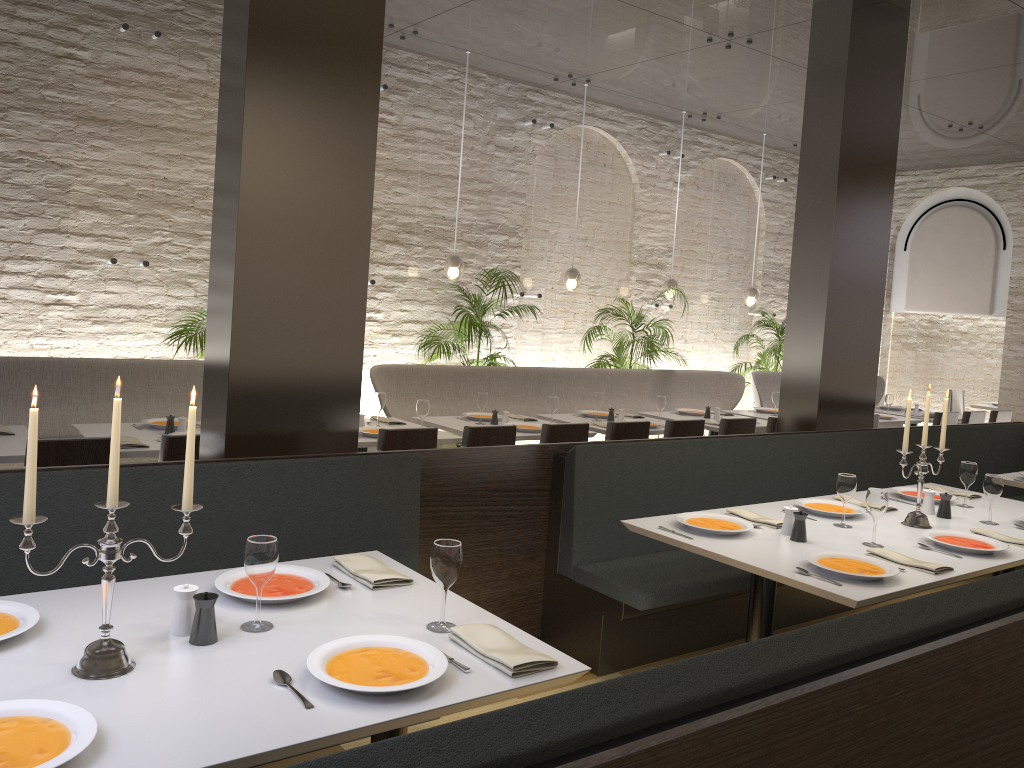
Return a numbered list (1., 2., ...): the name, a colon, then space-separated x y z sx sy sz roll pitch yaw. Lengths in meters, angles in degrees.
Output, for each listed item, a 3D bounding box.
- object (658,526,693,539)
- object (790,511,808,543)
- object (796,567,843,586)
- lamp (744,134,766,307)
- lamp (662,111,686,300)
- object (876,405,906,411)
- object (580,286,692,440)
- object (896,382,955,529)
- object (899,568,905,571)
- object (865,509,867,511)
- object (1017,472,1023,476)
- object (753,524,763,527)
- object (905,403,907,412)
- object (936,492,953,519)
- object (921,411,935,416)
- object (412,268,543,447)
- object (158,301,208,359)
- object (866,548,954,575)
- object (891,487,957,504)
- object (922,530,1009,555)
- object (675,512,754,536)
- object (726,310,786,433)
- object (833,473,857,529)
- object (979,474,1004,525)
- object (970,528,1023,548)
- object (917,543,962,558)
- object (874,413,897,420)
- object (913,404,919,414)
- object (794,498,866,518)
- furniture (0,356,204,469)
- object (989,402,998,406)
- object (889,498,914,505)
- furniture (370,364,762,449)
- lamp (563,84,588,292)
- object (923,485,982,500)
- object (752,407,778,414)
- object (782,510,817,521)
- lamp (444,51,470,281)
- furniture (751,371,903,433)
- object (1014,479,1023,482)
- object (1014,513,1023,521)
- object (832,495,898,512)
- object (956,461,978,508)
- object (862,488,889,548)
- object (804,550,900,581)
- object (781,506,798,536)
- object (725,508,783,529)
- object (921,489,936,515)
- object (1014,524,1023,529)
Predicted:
1. object: 0.661 0.598 3.566 0.017 0.010 0.186 1 6 -37
2. object: 1.167 0.578 3.597 0.069 0.126 0.069 4 3 -6
3. object: 1.061 0.667 3.070 0.038 0.015 0.182 1 6 -35
4. lamp: 2.902 -1.924 10.463 0.178 2.037 0.178 6 3 32
5. lamp: 1.793 -1.930 9.629 0.178 2.037 0.178 6 3 32
6. object: 4.329 0.275 10.123 0.321 0.036 0.322 4 5 0
7. object: 1.262 -0.076 9.353 1.145 1.971 1.190 4 3 4
8. object: 1.868 0.318 4.025 0.390 0.655 0.132 2 3 -26
9. object: 1.378 0.671 3.308 0.017 0.010 0.186 1 6 -37
10. object: 1.664 0.600 4.320 0.038 0.015 0.182 1 6 -35
11. object: 3.370 0.602 5.594 0.322 0.036 0.322 7 6 29
12. object: 1.006 0.597 3.825 0.038 0.015 0.182 1 6 -35
13. object: 4.423 0.263 9.885 0.059 0.109 0.059 4 3 -1
14. object: 2.084 0.585 4.264 0.069 0.126 0.069 1 4 -43
15. object: 4.648 0.335 9.693 0.321 0.036 0.322 4 5 0
16. object: -0.343 -0.084 8.143 1.188 1.971 1.148 4 3 -6
17. object: -2.029 -0.092 6.874 1.188 1.971 1.148 4 3 -6
18. object: 1.510 0.671 3.369 0.142 0.033 0.273 0 6 -37
19. object: 2.180 0.596 4.698 0.321 0.036 0.322 0 7 -41
20. object: 1.878 0.663 3.679 0.321 0.036 0.322 2 5 -17
21. object: 0.840 0.589 3.689 0.321 0.036 0.322 0 6 -39
22. object: 3.239 -0.064 10.821 1.147 1.971 1.188 6 4 34
23. object: 1.472 0.515 3.915 0.086 0.230 0.086 2 4 -37
24. object: 2.274 0.547 4.199 0.086 0.230 0.086 3 3 -25
25. object: 2.167 0.675 3.864 0.142 0.033 0.273 0 6 -37
26. object: 1.719 0.670 3.565 0.038 0.015 0.182 1 6 -35
27. object: 3.738 0.330 9.008 0.321 0.036 0.322 4 5 0
28. object: 4.502 0.271 9.857 0.059 0.109 0.059 4 3 -1
29. object: 1.500 0.592 4.187 0.321 0.036 0.322 2 5 -17
30. furniture: -2.968 0.412 5.258 4.473 1.095 0.711 0 5 -37
31. object: 6.582 0.279 11.902 0.321 0.036 0.322 4 5 -2
32. object: 2.005 0.604 4.578 0.017 0.010 0.186 1 6 -37
33. furniture: 0.738 0.430 8.046 4.473 1.095 0.711 0 5 -37
34. lamp: 0.662 -1.936 8.778 0.178 2.037 0.177 6 3 38
35. object: 2.443 0.601 4.930 0.142 0.033 0.273 0 6 -37
36. object: 2.537 0.266 8.775 0.321 0.036 0.322 4 5 0
37. object: 1.318 0.601 4.061 0.017 0.010 0.186 1 6 -37
38. lamp: -0.458 -1.941 7.935 0.177 2.037 0.178 3 3 -16
39. furniture: 3.675 0.445 10.256 2.583 1.095 0.709 1 5 -37
40. object: 3.200 0.610 5.477 0.017 0.010 0.186 1 6 -37
41. object: 2.557 0.667 4.190 0.321 0.036 0.322 0 7 -41
42. object: 1.756 0.598 4.413 0.142 0.033 0.273 0 6 -37
43. object: 2.350 0.519 4.576 0.086 0.230 0.086 3 3 -25
44. object: 1.477 0.543 3.599 0.086 0.230 0.087 4 3 5
45. object: 1.217 0.660 3.182 0.322 0.036 0.322 7 6 29
46. object: 1.158 0.569 3.692 0.069 0.126 0.069 3 3 -14
47. object: 1.098 0.595 3.918 0.142 0.033 0.273 0 6 -37
48. object: 2.037 0.575 4.331 0.069 0.126 0.069 1 4 -43
49. object: 2.405 0.673 4.081 0.038 0.015 0.182 1 6 -35
